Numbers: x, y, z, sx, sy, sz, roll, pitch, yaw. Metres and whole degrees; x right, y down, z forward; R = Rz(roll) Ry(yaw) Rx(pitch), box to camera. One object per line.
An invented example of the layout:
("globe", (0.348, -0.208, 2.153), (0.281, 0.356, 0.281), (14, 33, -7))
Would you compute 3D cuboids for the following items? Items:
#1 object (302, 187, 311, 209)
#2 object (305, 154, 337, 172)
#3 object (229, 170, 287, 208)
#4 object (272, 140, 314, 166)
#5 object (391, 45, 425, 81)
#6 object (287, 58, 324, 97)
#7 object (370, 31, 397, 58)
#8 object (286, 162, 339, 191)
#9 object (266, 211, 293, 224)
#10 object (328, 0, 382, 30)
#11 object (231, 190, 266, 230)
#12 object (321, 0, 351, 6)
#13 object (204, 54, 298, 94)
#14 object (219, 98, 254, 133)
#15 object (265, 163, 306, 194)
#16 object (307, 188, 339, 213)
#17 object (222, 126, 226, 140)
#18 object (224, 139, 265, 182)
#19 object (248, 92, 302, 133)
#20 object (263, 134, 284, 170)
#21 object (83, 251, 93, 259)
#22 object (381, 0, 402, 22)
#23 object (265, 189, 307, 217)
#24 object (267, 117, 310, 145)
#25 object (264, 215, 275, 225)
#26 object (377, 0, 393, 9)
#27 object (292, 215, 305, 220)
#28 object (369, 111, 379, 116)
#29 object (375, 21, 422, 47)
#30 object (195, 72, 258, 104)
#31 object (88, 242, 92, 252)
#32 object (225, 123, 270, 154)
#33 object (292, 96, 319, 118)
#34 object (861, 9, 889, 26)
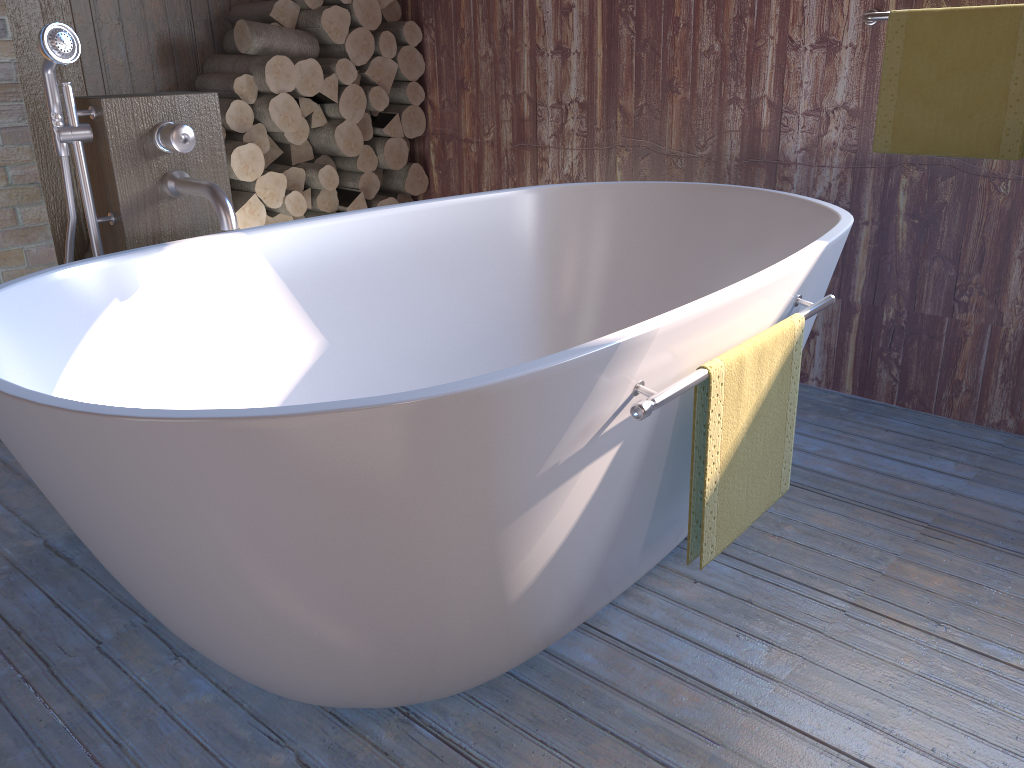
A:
("object", (-0.926, -0.755, 3.571), (0.279, 0.089, 0.086), (16, 26, 38))
("object", (-0.875, -0.911, 3.726), (0.289, 0.118, 0.116), (16, 26, 38))
("object", (-1.057, -0.775, 3.436), (0.458, 0.148, 0.139), (17, 27, 41))
("object", (-0.949, -0.963, 3.623), (0.321, 0.127, 0.104), (17, 27, 41))
("object", (-0.570, -1.366, 3.771), (0.439, 0.152, 0.147), (17, 27, 41))
("object", (-0.915, -1.192, 3.435), (0.440, 0.147, 0.138), (17, 27, 41))
("object", (-0.649, -1.397, 3.663), (0.437, 0.106, 0.089), (17, 28, 41))
("object", (-0.878, -0.849, 3.589), (0.437, 0.100, 0.098), (16, 27, 39))
("object", (-1.002, -0.642, 3.534), (0.303, 0.120, 0.114), (17, 28, 41))
("object", (-0.721, -1.487, 3.553), (0.437, 0.143, 0.141), (16, 27, 39))
("object", (-1.143, -0.655, 3.392), (0.483, 0.174, 0.155), (16, 27, 39))
("object", (-0.772, -1.562, 3.497), (0.456, 0.139, 0.135), (17, 28, 41))
("object", (-0.994, -1.174, 3.352), (0.439, 0.145, 0.135), (17, 27, 41))
("object", (-1.085, -1.001, 3.291), (0.291, 0.123, 0.115), (17, 28, 41))
("object", (-0.951, -0.819, 3.523), (0.303, 0.120, 0.114), (17, 28, 41))
("object", (-0.852, -0.771, 3.652), (0.301, 0.113, 0.111), (16, 27, 39))
("object", (-1.190, -0.941, 3.267), (0.301, 0.113, 0.114), (16, 26, 38))
("object", (-1.108, -0.849, 3.329), (0.440, 0.147, 0.138), (17, 27, 41))
("object", (-0.995, -1.041, 3.388), (0.437, 0.143, 0.141), (16, 27, 39))
("object", (-1.050, -0.935, 3.515), (0.323, 0.150, 0.128), (17, 27, 40))
("object", (-1.456, -0.418, 3.173), (0.280, 0.091, 0.085), (16, 27, 39))
("object", (-0.592, -1.572, 3.727), (0.269, 0.115, 0.107), (18, 28, 41))
("object", (-0.985, -0.730, 3.503), (0.437, 0.100, 0.098), (16, 27, 39))
("object", (-0.925, -1.006, 3.476), (0.291, 0.123, 0.115), (17, 28, 41))
("object", (-1.042, -0.650, 3.466), (0.280, 0.092, 0.088), (17, 28, 41))
("object", (-0.664, -1.592, 3.612), (0.456, 0.142, 0.133), (17, 28, 41))
("object", (-0.987, -0.697, 3.668), (0.291, 0.124, 0.121), (17, 28, 41))
("object", (-0.631, -1.168, 3.745), (0.177, 0.069, 0.067), (17, 27, 40))
("object", (-0.561, -1.475, 3.738), (0.438, 0.109, 0.102), (17, 27, 41))
("object", (-1.062, -1.104, 3.306), (0.282, 0.112, 0.106), (17, 28, 41))
("object", (-1.368, -0.458, 3.161), (0.370, 0.120, 0.117), (16, 27, 39))
("object", (-1.056, -0.937, 3.372), (0.301, 0.113, 0.111), (16, 27, 40))
("object", (-0.880, -1.099, 3.500), (0.280, 0.092, 0.088), (17, 28, 41))
("object", (1.149, -0.928, 2.218), (0.581, 0.043, 0.091), (17, 27, 41))
